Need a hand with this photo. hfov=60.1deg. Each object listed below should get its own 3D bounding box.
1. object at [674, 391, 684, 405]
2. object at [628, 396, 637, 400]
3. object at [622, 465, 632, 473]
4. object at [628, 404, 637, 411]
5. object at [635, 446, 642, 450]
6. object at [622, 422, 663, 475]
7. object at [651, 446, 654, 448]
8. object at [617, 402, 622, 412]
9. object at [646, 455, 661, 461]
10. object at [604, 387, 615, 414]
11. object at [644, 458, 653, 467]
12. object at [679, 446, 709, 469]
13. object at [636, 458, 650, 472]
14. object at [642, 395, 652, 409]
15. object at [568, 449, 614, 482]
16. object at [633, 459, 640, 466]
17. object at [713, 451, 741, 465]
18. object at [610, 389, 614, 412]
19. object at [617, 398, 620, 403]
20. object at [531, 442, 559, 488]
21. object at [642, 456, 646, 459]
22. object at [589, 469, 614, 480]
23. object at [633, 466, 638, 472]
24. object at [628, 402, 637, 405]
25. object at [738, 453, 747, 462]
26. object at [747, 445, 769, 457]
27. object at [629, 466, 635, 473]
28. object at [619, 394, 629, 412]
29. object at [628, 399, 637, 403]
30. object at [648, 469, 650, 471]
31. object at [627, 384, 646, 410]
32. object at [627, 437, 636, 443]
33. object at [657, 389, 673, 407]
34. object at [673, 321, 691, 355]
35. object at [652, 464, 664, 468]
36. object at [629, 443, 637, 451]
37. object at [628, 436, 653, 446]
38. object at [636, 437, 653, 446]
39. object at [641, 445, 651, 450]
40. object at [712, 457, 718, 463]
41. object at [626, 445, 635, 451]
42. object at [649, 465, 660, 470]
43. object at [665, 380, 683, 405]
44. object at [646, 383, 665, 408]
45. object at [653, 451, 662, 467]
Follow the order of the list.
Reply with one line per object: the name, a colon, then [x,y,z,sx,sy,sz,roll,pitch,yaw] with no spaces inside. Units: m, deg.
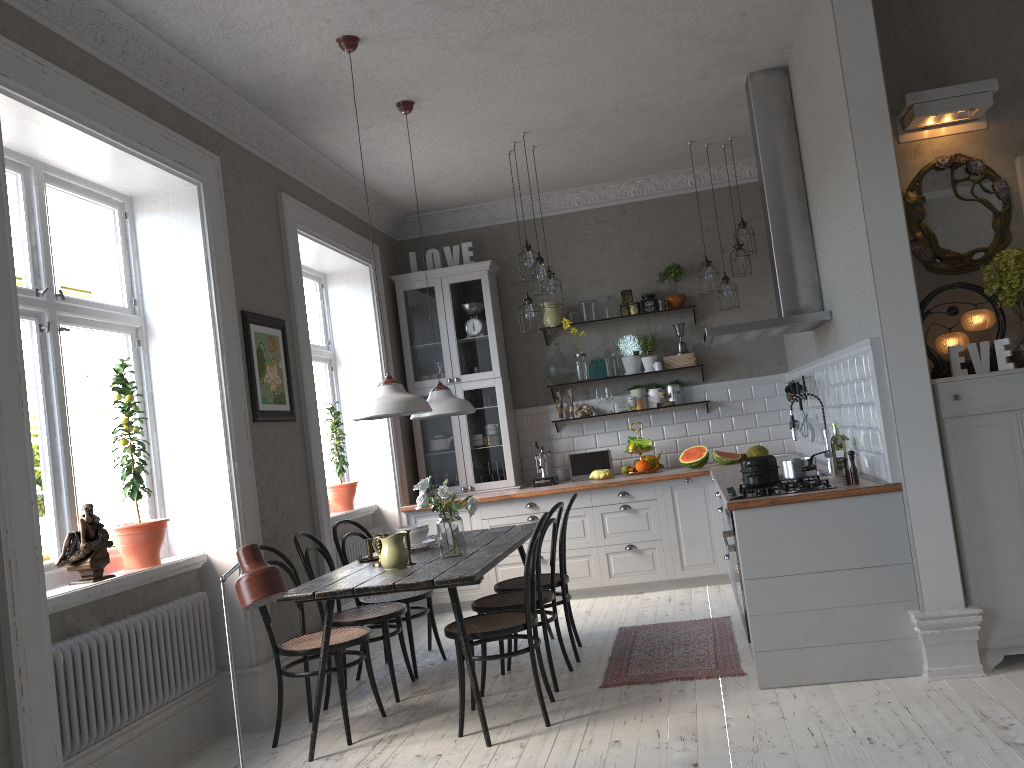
object: [1.370,0.114,7.296,0.077,0.108,0.078,-7,-3,3]
object: [0.994,0.133,7.323,0.077,0.051,0.077,-7,-3,-5]
object: [0.951,0.695,7.224,0.075,0.072,0.155,-10,-4,39]
object: [1.002,0.192,7.319,0.077,0.051,0.077,-8,-3,2]
object: [1.019,0.527,7.144,0.063,0.061,0.067,-8,-3,9]
object: [1.036,0.519,7.198,0.353,0.425,0.350,-7,-3,-6]
object: [1.126,0.515,7.194,0.051,0.050,0.050,-8,-4,19]
object: [0.926,0.194,7.451,0.076,0.083,0.079,-9,-4,27]
object: [1.148,0.604,7.201,0.127,0.056,0.059,-7,-3,1]
object: [0.811,0.136,7.361,0.082,0.217,0.081,-7,-3,-5]
object: [1.093,0.636,7.135,0.087,0.078,0.089,-10,-4,36]
object: [1.432,0.579,6.962,0.231,0.174,0.221,-9,-4,31]
object: [1.041,0.650,7.065,0.114,0.110,0.110,-6,-4,-23]
object: [1.121,0.150,7.358,0.077,0.108,0.078,-7,-3,3]
object: [0.650,0.673,7.288,0.349,0.226,0.088,-8,-3,8]
object: [1.054,0.649,7.264,0.077,0.076,0.157,-10,-4,36]
object: [1.677,0.566,6.874,0.225,0.127,0.147,-7,-3,-8]
object: [0.825,0.140,7.450,0.082,0.217,0.081,-7,-3,-5]
object: [0.922,0.161,7.453,0.076,0.083,0.079,-9,-4,27]
object: [0.245,0.651,7.261,0.204,0.370,0.355,-8,-3,10]
object: [1.082,0.634,7.253,0.085,0.093,0.087,-8,-3,5]
object: [0.715,0.723,7.070,0.195,0.083,0.190,-8,-3,10]
object: [1.002,0.699,7.195,0.070,0.076,0.228,-7,-3,-7]
object: [1.000,0.175,7.320,0.077,0.051,0.077,-8,-3,2]
object: [1.810,0.585,7.030,0.203,0.073,0.118,-6,-4,-28]
object: [1.930,0.542,6.963,0.207,0.119,0.130,-6,-4,-28]
object: [0.983,0.691,7.182,0.083,0.057,0.090,-10,-5,41]
object: [0.938,0.160,7.374,0.080,0.139,0.078,-6,-3,-18]
object: [0.998,0.158,7.321,0.076,0.051,0.078,-9,-4,28]
object: [1.079,0.690,7.132,0.070,0.065,0.070,-9,-4,30]
object: [1.051,0.109,7.443,0.158,0.216,0.155,-7,-3,-11]
object: [0.971,0.448,7.188,0.073,0.058,0.050,-7,-3,-14]
object: [1.264,0.113,7.330,0.120,0.146,0.099,-6,-4,-23]
object: [1.405,-0.385,7.375,0.131,0.287,0.130,-7,-3,-6]
object: [1.151,0.672,7.241,0.055,0.044,0.212,-4,-5,-42]
object: [0.974,0.510,7.136,0.058,0.069,0.080,-9,-4,29]
object: [1.037,0.460,7.173,0.208,0.101,0.068,-8,-3,15]
object: [1.079,0.469,7.236,0.177,0.096,0.090,-9,-4,29]
object: [1.080,0.522,7.170,0.076,0.062,0.099,-6,-4,-17]
object: [1.713,0.608,7.143,0.197,0.067,0.104,-8,-4,15]
object: [0.975,0.530,7.212,0.096,0.078,0.101,-7,-3,-4]
object: [1.145,0.674,7.117,0.069,0.051,0.088,-5,-4,-33]
object: [1.367,0.072,7.414,0.158,0.213,0.154,-8,-3,7]
object: [1.205,0.093,7.429,0.170,0.214,0.150,-10,-4,39]
object: [1.173,0.607,7.189,0.060,0.120,0.128,-9,-4,33]
